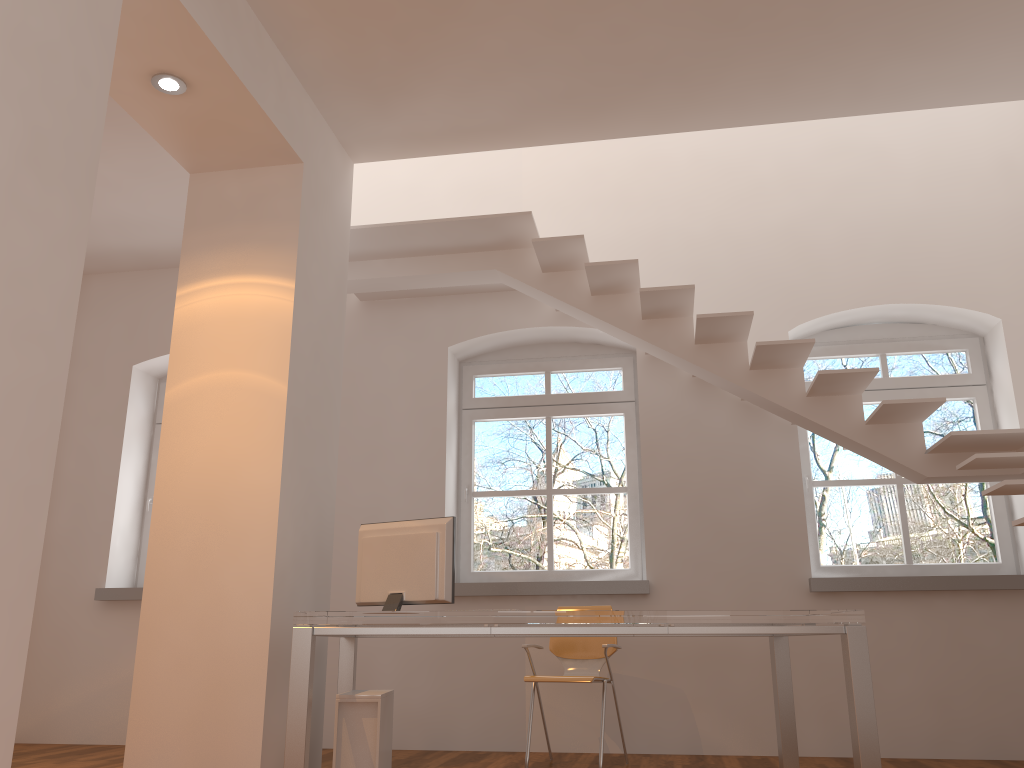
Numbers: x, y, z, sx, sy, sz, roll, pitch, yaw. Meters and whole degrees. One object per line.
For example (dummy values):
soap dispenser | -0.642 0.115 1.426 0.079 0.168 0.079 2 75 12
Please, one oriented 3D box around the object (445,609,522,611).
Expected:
object | -0.166 1.100 4.246 0.467 0.031 0.200 -6 -17 19

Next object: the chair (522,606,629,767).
chair | 0.333 1.626 4.822 0.495 0.829 0.464 -8 -18 24

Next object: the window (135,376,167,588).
window | -2.118 0.659 6.603 1.308 1.737 0.142 -3 -17 9

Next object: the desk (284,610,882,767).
desk | 0.263 1.402 3.895 2.239 0.750 1.092 0 -16 0

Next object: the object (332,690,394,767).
object | -0.677 1.638 4.074 0.200 0.422 0.474 0 -16 0

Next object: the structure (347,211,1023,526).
structure | 0.897 0.242 3.988 4.630 3.042 3.450 -3 -17 9

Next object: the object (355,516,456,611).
object | -0.518 0.812 3.950 0.516 0.418 0.245 -13 -21 38

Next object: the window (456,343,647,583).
window | 0.254 0.537 6.212 1.308 1.737 0.142 -3 -17 9

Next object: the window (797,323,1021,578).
window | 2.514 0.420 5.839 1.308 1.737 0.142 -3 -17 9
